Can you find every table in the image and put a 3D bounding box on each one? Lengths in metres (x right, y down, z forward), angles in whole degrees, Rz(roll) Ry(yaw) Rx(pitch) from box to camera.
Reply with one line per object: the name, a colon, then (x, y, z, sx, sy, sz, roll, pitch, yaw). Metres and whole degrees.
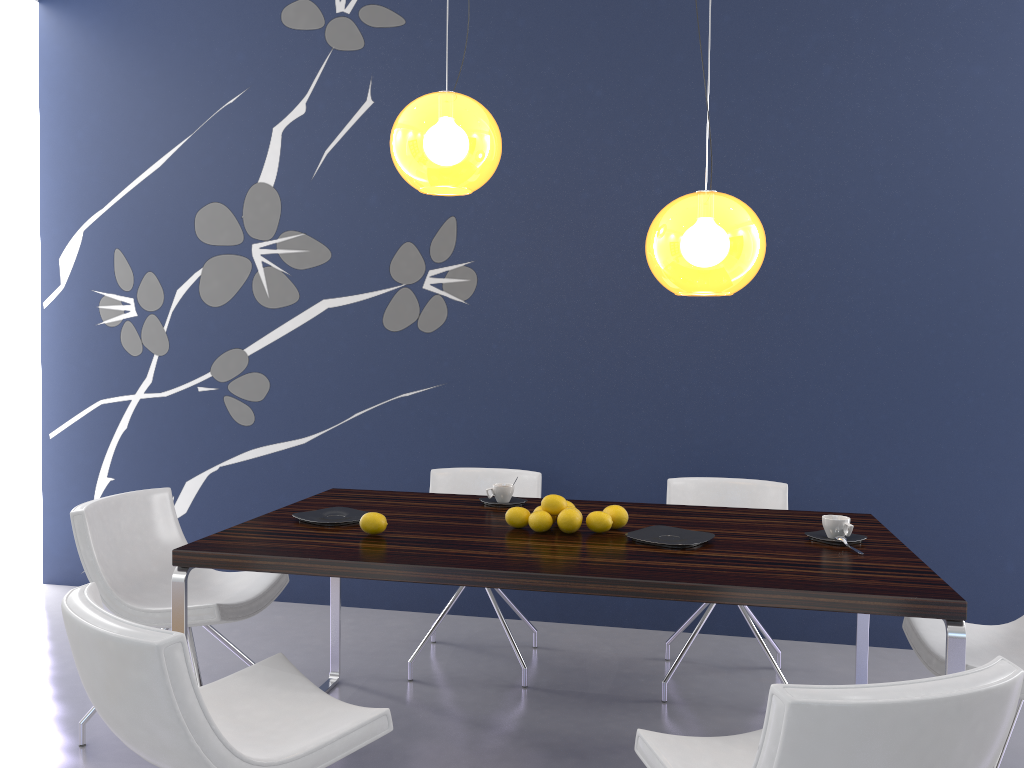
table: (0.163, 0.853, 2.829, 2.046, 0.783, 1.127, 1, 2, 11)

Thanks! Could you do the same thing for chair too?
chair: (1.541, 0.870, 2.602, 0.620, 0.805, 0.508, 1, 2, 6)
chair: (-1.186, 0.809, 3.152, 0.620, 0.805, 0.508, 1, 2, 11)
chair: (-0.146, 0.797, 3.817, 0.508, 0.805, 0.620, 1, 2, 6)
chair: (0.604, 0.891, 1.760, 0.508, 0.805, 0.620, 0, 2, -19)
chair: (0.873, 0.819, 3.611, 0.508, 0.805, 0.620, 1, 2, 11)
chair: (-0.668, 0.863, 2.028, 0.620, 0.805, 0.508, -1, 3, -44)

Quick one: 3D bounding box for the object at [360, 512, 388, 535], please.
object: (-0.421, 0.424, 2.698, 0.083, 0.068, 0.070, 1, 2, 15)

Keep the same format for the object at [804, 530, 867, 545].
object: (0.986, 0.469, 2.704, 0.154, 0.020, 0.154, -1, 3, -33)

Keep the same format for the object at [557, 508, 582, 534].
object: (0.178, 0.424, 2.750, 0.076, 0.080, 0.094, 1, 2, 13)

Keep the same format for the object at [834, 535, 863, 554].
object: (0.984, 0.467, 2.590, 0.032, 0.028, 0.155, 0, 2, -8)

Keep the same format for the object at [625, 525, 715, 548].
object: (0.477, 0.464, 2.678, 0.232, 0.020, 0.232, 3, 3, 40)

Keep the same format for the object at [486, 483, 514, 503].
object: (-0.038, 0.402, 3.242, 0.081, 0.064, 0.101, 3, 3, 36)

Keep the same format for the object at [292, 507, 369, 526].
object: (-0.585, 0.439, 2.925, 0.232, 0.020, 0.232, 3, 3, 40)

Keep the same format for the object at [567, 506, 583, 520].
object: (0.186, 0.425, 2.834, 0.081, 0.071, 0.069, 0, 2, -12)

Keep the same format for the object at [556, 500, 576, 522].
object: (0.167, 0.419, 2.913, 0.094, 0.077, 0.079, -1, 3, -35)

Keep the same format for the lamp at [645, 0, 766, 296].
lamp: (0.599, -1.258, 2.666, 0.359, 1.974, 0.358, 1, 2, 17)

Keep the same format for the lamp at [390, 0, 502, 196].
lamp: (-0.202, -1.440, 2.819, 0.358, 1.645, 0.359, 2, 3, 22)

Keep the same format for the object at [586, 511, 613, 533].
object: (0.273, 0.431, 2.768, 0.083, 0.068, 0.070, 1, 2, 15)

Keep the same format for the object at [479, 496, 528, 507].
object: (-0.032, 0.433, 3.251, 0.154, 0.020, 0.154, -1, 3, -34)

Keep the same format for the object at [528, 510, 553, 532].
object: (0.088, 0.428, 2.766, 0.070, 0.068, 0.083, 0, 2, -20)

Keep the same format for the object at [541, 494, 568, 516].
object: (0.134, 0.382, 2.794, 0.083, 0.068, 0.070, 1, 2, 15)

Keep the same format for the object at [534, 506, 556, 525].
object: (0.105, 0.425, 2.849, 0.070, 0.068, 0.083, 0, 2, -20)

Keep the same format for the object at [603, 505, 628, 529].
object: (0.328, 0.425, 2.832, 0.079, 0.077, 0.094, 0, 2, -15)

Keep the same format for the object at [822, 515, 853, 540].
object: (0.995, 0.439, 2.697, 0.101, 0.064, 0.081, 3, 3, 37)

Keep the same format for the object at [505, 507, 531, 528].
object: (0.021, 0.425, 2.823, 0.083, 0.068, 0.070, 1, 2, 15)
